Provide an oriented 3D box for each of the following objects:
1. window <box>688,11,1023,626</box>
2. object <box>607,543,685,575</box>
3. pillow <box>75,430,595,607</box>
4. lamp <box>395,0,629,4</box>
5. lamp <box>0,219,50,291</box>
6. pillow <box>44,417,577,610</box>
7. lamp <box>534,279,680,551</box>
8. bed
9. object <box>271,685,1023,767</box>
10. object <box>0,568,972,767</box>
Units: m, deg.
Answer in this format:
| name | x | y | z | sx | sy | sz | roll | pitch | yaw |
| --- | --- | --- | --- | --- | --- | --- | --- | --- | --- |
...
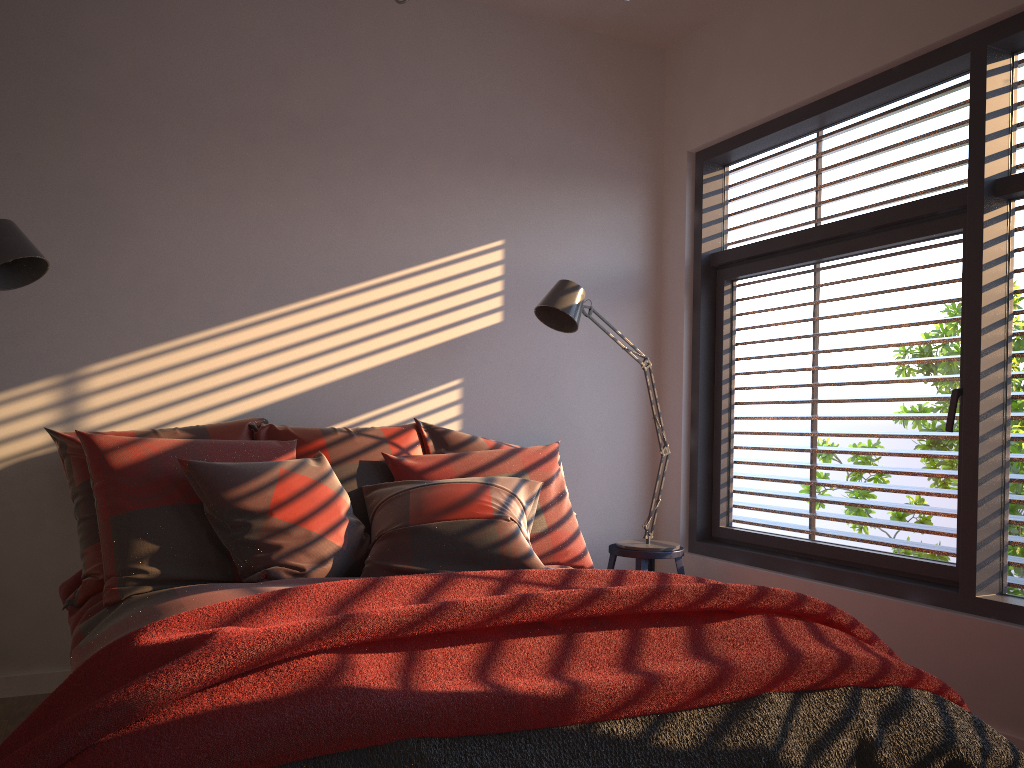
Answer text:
| name | x | y | z | sx | sy | sz | roll | pitch | yaw |
| --- | --- | --- | --- | --- | --- | --- | --- | --- | --- |
| window | 1.529 | -0.195 | 3.155 | 0.170 | 1.939 | 2.637 | 1 | -1 | -26 |
| object | 0.593 | 0.966 | 3.947 | 0.338 | 0.480 | 0.342 | 1 | -1 | -28 |
| pillow | -0.560 | 0.452 | 3.170 | 1.815 | 0.551 | 0.528 | 2 | -1 | -25 |
| lamp | -0.016 | -1.308 | 1.375 | 1.101 | 1.079 | 1.247 | 2 | -1 | -26 |
| lamp | -1.815 | 0.063 | 2.717 | 0.788 | 1.127 | 0.279 | 1 | 0 | 15 |
| pillow | -0.473 | 0.482 | 3.175 | 2.143 | 0.733 | 1.144 | 2 | -2 | -28 |
| lamp | 0.404 | 0.152 | 3.796 | 0.789 | 1.127 | 0.279 | 1 | 0 | -34 |
| bed | -0.216 | 0.747 | 2.624 | 2.037 | 0.769 | 2.314 | 2 | -3 | -26 |
| object | 0.143 | 0.817 | 1.904 | 2.507 | 0.568 | 1.122 | 2 | -2 | -26 |
| object | 0.048 | 0.791 | 2.016 | 2.646 | 0.660 | 0.683 | 2 | -2 | -25 |
